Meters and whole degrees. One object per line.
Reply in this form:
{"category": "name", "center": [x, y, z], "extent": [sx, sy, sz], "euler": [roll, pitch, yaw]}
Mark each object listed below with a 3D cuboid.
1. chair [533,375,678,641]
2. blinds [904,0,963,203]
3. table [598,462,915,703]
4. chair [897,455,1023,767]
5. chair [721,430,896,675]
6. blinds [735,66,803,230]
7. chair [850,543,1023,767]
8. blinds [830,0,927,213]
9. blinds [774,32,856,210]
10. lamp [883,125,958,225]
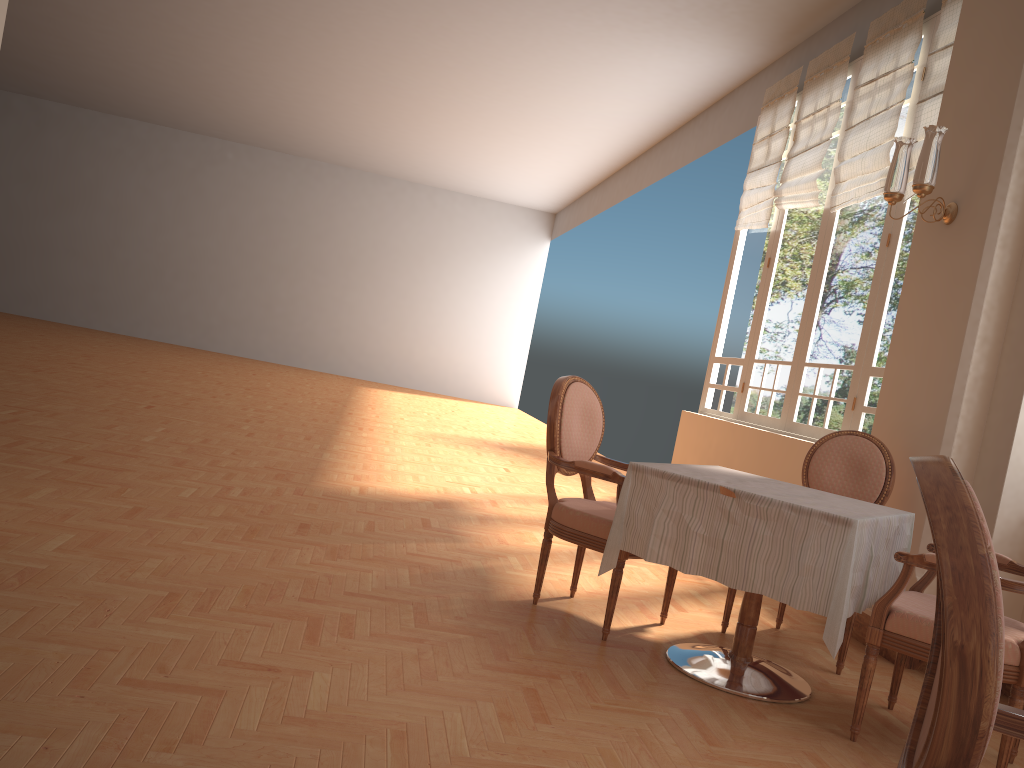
{"category": "chair", "center": [0.378, 0.465, 3.571], "extent": [0.592, 0.932, 0.521], "euler": [13, 2, 36]}
{"category": "blinds", "center": [2.448, -1.703, 4.827], "extent": [0.072, 1.377, 0.698], "euler": [11, 2, -8]}
{"category": "table", "center": [0.872, 0.702, 3.160], "extent": [0.828, 0.677, 0.832], "euler": [12, 2, 36]}
{"category": "chair", "center": [0.657, 0.590, 0.966], "extent": [0.592, 0.932, 0.521], "euler": [12, 2, 24]}
{"category": "chair", "center": [1.295, 0.641, 3.726], "extent": [0.520, 0.932, 0.593], "euler": [13, 2, 36]}
{"category": "blinds", "center": [2.092, -1.882, 7.291], "extent": [0.038, 1.293, 0.689], "euler": [11, 2, -9]}
{"category": "chair", "center": [1.463, 0.700, 2.754], "extent": [0.592, 0.932, 0.521], "euler": [13, 2, 36]}
{"category": "blinds", "center": [2.322, -1.789, 5.667], "extent": [0.054, 1.302, 0.689], "euler": [11, 2, -9]}
{"category": "blinds", "center": [2.198, -1.869, 6.509], "extent": [0.085, 1.236, 0.698], "euler": [11, 2, -9]}
{"category": "lamp", "center": [1.829, -0.899, 3.893], "extent": [0.274, 0.362, 0.320], "euler": [11, 2, -9]}
